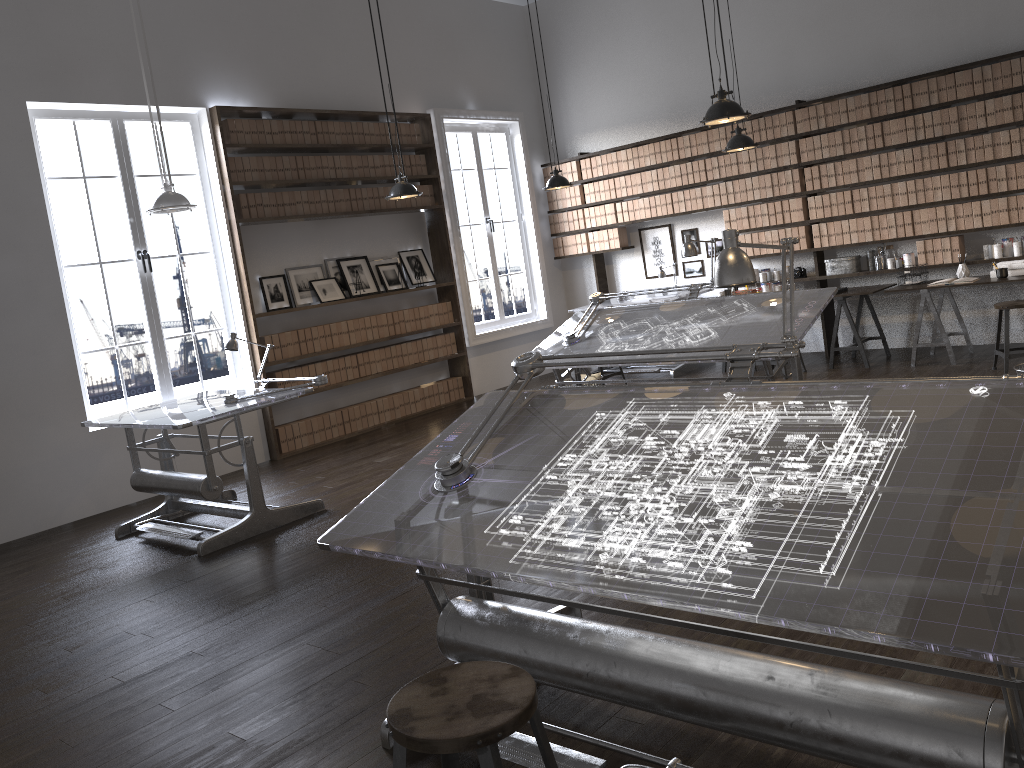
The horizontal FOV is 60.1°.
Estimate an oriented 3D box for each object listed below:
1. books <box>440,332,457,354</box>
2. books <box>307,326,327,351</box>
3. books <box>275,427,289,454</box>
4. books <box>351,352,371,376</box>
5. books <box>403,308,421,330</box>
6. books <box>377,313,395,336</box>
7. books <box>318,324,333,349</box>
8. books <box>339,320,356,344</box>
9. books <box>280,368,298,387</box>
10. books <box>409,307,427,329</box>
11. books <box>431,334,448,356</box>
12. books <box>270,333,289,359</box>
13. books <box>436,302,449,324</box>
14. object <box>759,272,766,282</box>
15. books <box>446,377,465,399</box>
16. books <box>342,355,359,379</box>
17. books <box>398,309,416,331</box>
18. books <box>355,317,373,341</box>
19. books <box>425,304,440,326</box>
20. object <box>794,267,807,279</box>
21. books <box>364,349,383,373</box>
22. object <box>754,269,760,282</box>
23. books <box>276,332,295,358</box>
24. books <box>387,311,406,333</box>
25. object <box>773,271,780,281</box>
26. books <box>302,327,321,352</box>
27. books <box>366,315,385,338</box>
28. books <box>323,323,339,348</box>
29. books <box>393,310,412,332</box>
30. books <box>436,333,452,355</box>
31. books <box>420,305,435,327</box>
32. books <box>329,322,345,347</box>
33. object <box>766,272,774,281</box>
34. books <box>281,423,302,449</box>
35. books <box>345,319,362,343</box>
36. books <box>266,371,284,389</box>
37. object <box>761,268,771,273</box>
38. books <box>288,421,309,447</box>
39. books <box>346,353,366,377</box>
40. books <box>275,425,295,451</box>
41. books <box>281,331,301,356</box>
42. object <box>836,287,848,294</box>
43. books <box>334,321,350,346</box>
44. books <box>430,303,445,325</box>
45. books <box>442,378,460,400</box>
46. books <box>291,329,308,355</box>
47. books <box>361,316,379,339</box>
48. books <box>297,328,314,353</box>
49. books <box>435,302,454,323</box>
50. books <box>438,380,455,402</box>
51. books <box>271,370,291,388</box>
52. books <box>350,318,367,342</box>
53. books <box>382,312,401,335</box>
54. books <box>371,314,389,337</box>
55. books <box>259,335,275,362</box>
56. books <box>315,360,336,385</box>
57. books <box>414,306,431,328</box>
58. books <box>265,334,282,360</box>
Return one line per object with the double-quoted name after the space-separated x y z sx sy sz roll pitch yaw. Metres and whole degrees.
-0.678 -0.429 9.367 0.174 0.224 0.067 -3 7 42 "books"
-1.791 -0.415 8.115 0.174 0.224 0.067 -3 7 41 "books"
-2.050 0.491 7.750 0.174 0.224 0.067 -3 7 41 "books"
-1.444 -0.192 8.489 0.174 0.224 0.067 -3 7 41 "books"
-1.018 -0.655 9.007 0.174 0.224 0.067 -3 7 42 "books"
-1.252 -0.582 8.737 0.174 0.224 0.067 -3 7 41 "books"
-1.745 -0.429 8.168 0.174 0.224 0.067 -3 7 41 "books"
-1.567 -0.483 8.366 0.174 0.225 0.067 -3 7 42 "books"
-1.985 -0.023 7.859 0.174 0.224 0.067 -3 7 41 "books"
-0.970 -0.669 9.054 0.174 0.225 0.067 -3 7 41 "books"
-0.772 -0.401 9.264 0.174 0.224 0.067 -3 7 41 "books"
-2.057 -0.331 7.797 0.174 0.225 0.067 -3 7 42 "books"
-0.758 -0.736 9.309 0.174 0.224 0.067 -3 7 42 "books"
2.522 -1.071 8.900 0.061 0.094 0.062 -6 7 27 "object"
-0.601 0.041 9.418 0.174 0.224 0.067 -3 7 42 "books"
-1.541 -0.162 8.377 0.174 0.224 0.067 -3 7 41 "books"
-1.064 -0.641 8.954 0.174 0.224 0.067 -3 7 42 "books"
-1.433 -0.525 8.523 0.174 0.224 0.067 -3 7 42 "books"
-0.844 -0.708 9.201 0.174 0.225 0.067 -3 7 41 "books"
2.799 -1.091 8.686 0.170 0.108 0.091 -2 9 41 "object"
-1.352 -0.220 8.589 0.174 0.224 0.067 -3 7 41 "books"
2.483 -1.106 9.025 0.070 0.130 0.070 -10 6 -10 "object"
-2.020 -0.343 7.848 0.174 0.224 0.067 -3 7 41 "books"
-1.156 -0.612 8.849 0.174 0.224 0.067 -3 7 41 "books"
2.645 -1.081 8.841 0.061 0.094 0.062 -6 7 27 "object"
-1.833 -0.401 8.059 0.174 0.224 0.067 -3 7 42 "books"
-1.337 -0.555 8.629 0.174 0.225 0.067 -3 7 41 "books"
-1.697 -0.443 8.214 0.174 0.225 0.067 -3 7 42 "books"
-1.107 -0.627 8.899 0.174 0.224 0.067 -3 7 41 "books"
-0.726 -0.415 9.317 0.174 0.224 0.067 -3 7 41 "books"
-0.889 -0.695 9.152 0.174 0.224 0.067 -3 7 42 "books"
-1.657 -0.456 8.267 0.174 0.224 0.067 -3 7 41 "books"
2.583 -1.075 8.866 0.062 0.093 0.063 -5 7 27 "object"
-1.955 0.463 7.850 0.174 0.225 0.067 -3 7 42 "books"
-1.525 -0.497 8.421 0.174 0.224 0.067 -3 7 41 "books"
-2.076 0.006 7.748 0.174 0.225 0.067 -3 7 42 "books"
2.582 -1.105 8.991 0.094 0.127 0.095 -10 6 -18 "object"
-1.909 0.448 7.906 0.174 0.224 0.067 -3 7 41 "books"
-1.488 -0.177 8.430 0.174 0.225 0.067 -3 7 42 "books"
-2.003 0.477 7.801 0.174 0.224 0.067 -3 7 41 "books"
-1.979 -0.356 7.898 0.174 0.224 0.067 -3 7 42 "books"
2.796 -0.833 8.095 0.445 0.033 0.314 -2 10 41 "object"
-1.615 -0.469 8.313 0.174 0.224 0.067 -3 7 41 "books"
-0.802 -0.722 9.256 0.174 0.224 0.067 -3 7 42 "books"
-0.652 0.057 9.363 0.174 0.224 0.067 -3 7 41 "books"
-1.927 -0.371 7.950 0.174 0.225 0.067 -3 7 41 "books"
-1.384 -0.540 8.575 0.174 0.224 0.067 -3 7 42 "books"
-1.883 -0.386 8.009 0.174 0.224 0.067 -3 7 42 "books"
-0.711 -0.749 9.353 0.174 0.225 0.067 -3 7 42 "books"
-0.696 0.071 9.304 0.174 0.225 0.067 -3 7 42 "books"
-2.029 -0.008 7.802 0.174 0.224 0.067 -3 7 41 "books"
-1.481 -0.511 8.474 0.174 0.224 0.067 -3 7 41 "books"
-1.200 -0.597 8.789 0.174 0.225 0.067 -3 7 42 "books"
-1.300 -0.567 8.679 0.174 0.224 0.067 -3 7 42 "books"
-2.153 -0.301 7.692 0.174 0.224 0.067 -3 7 41 "books"
-1.717 -0.106 8.164 0.174 0.225 0.067 -3 7 41 "books"
-0.930 -0.682 9.106 0.174 0.224 0.067 -3 7 42 "books"
-2.104 -0.316 7.744 0.174 0.224 0.067 -3 7 41 "books"
